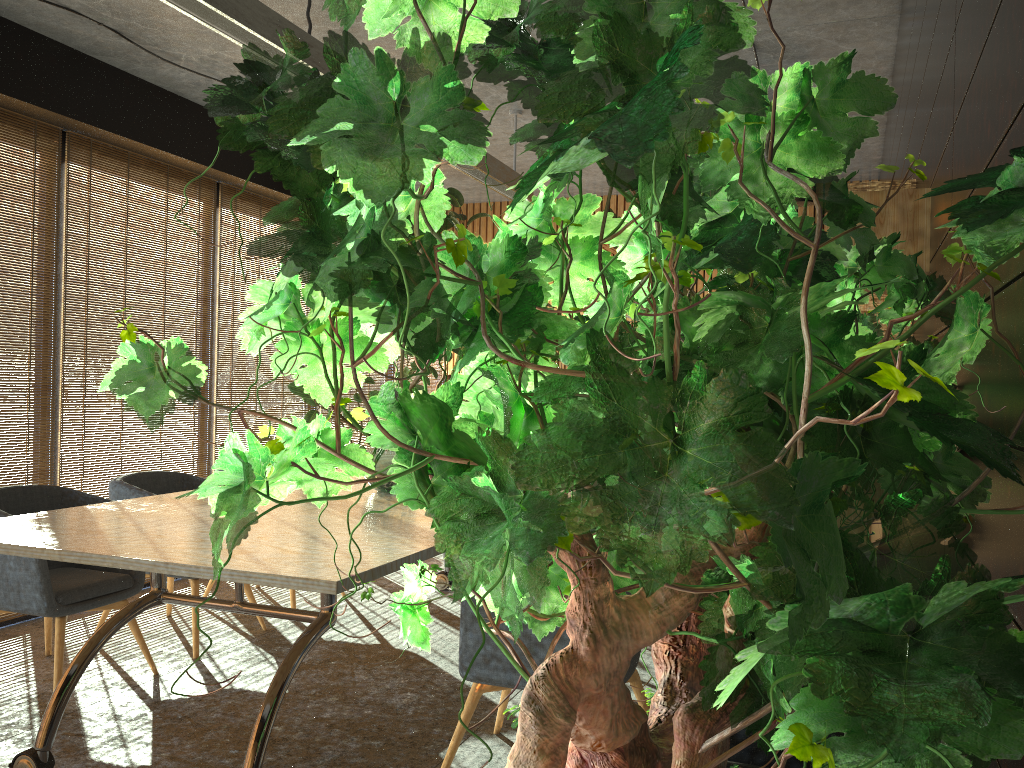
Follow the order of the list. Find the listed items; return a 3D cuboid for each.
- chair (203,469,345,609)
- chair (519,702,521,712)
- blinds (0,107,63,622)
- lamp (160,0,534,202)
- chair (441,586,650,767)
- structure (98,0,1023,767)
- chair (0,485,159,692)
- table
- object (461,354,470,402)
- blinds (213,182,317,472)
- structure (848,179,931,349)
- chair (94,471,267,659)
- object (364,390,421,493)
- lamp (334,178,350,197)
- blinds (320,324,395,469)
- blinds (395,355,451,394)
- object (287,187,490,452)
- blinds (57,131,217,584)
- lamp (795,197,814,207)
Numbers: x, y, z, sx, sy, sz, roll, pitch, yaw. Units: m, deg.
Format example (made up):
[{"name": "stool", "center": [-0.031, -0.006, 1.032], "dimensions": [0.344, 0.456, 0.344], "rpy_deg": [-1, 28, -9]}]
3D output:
[{"name": "chair", "center": [-1.606, 1.014, 6.040], "dimensions": [0.761, 0.944, 0.706], "rpy_deg": [1, 0, 21]}, {"name": "chair", "center": [0.501, 1.055, 4.269], "dimensions": [0.761, 0.944, 0.706], "rpy_deg": [1, 0, 21]}, {"name": "blinds", "center": [-3.686, -0.112, 2.388], "dimensions": [1.388, 3.075, 6.486], "rpy_deg": [1, 0, 2]}, {"name": "lamp", "center": [-0.622, -1.690, 4.746], "dimensions": [0.151, 0.618, 4.009], "rpy_deg": [1, 0, 21]}, {"name": "chair", "center": [0.179, 1.044, 3.429], "dimensions": [0.761, 0.944, 0.706], "rpy_deg": [1, 0, 21]}, {"name": "structure", "center": [0.286, 0.518, 1.366], "dimensions": [0.952, 1.987, 2.081], "rpy_deg": [1, 0, 23]}, {"name": "chair", "center": [-2.249, 0.993, 4.360], "dimensions": [0.761, 0.944, 0.706], "rpy_deg": [1, 0, 21]}, {"name": "table", "center": [-0.660, 1.037, 4.714], "dimensions": [1.816, 0.927, 3.932], "rpy_deg": [1, 0, 21]}, {"name": "object", "center": [-0.500, -0.270, 10.569], "dimensions": [0.640, 1.054, 0.666], "rpy_deg": [1, 0, -28]}, {"name": "blinds", "center": [-2.087, -0.076, 7.669], "dimensions": [0.039, 3.038, 1.422], "rpy_deg": [1, 0, 21]}, {"name": "structure", "center": [1.454, -0.161, 3.566], "dimensions": [0.242, 1.130, 2.172], "rpy_deg": [1, 0, 21]}, {"name": "chair", "center": [-1.928, 1.003, 5.200], "dimensions": [0.761, 0.944, 0.706], "rpy_deg": [1, 0, 21]}, {"name": "object", "center": [-0.639, 0.302, 4.738], "dimensions": [0.295, 0.546, 0.322], "rpy_deg": [1, 0, 31]}, {"name": "lamp", "center": [-1.370, -1.783, 7.590], "dimensions": [0.513, 0.497, 0.513], "rpy_deg": [1, 0, -8]}, {"name": "blinds", "center": [-1.552, -0.059, 9.063], "dimensions": [0.039, 3.038, 1.422], "rpy_deg": [1, 0, 21]}, {"name": "blinds", "center": [-1.027, -0.042, 10.434], "dimensions": [0.039, 3.038, 1.422], "rpy_deg": [1, 0, 21]}, {"name": "object", "center": [-1.329, -0.134, 8.405], "dimensions": [1.875, 3.266, 1.958], "rpy_deg": [1, 0, -31]}, {"name": "blinds", "center": [-2.612, -0.092, 6.298], "dimensions": [0.039, 3.038, 1.422], "rpy_deg": [1, 0, 21]}, {"name": "lamp", "center": [0.788, -1.817, 8.752], "dimensions": [4.179, 0.294, 0.257], "rpy_deg": [1, 0, 21]}]
